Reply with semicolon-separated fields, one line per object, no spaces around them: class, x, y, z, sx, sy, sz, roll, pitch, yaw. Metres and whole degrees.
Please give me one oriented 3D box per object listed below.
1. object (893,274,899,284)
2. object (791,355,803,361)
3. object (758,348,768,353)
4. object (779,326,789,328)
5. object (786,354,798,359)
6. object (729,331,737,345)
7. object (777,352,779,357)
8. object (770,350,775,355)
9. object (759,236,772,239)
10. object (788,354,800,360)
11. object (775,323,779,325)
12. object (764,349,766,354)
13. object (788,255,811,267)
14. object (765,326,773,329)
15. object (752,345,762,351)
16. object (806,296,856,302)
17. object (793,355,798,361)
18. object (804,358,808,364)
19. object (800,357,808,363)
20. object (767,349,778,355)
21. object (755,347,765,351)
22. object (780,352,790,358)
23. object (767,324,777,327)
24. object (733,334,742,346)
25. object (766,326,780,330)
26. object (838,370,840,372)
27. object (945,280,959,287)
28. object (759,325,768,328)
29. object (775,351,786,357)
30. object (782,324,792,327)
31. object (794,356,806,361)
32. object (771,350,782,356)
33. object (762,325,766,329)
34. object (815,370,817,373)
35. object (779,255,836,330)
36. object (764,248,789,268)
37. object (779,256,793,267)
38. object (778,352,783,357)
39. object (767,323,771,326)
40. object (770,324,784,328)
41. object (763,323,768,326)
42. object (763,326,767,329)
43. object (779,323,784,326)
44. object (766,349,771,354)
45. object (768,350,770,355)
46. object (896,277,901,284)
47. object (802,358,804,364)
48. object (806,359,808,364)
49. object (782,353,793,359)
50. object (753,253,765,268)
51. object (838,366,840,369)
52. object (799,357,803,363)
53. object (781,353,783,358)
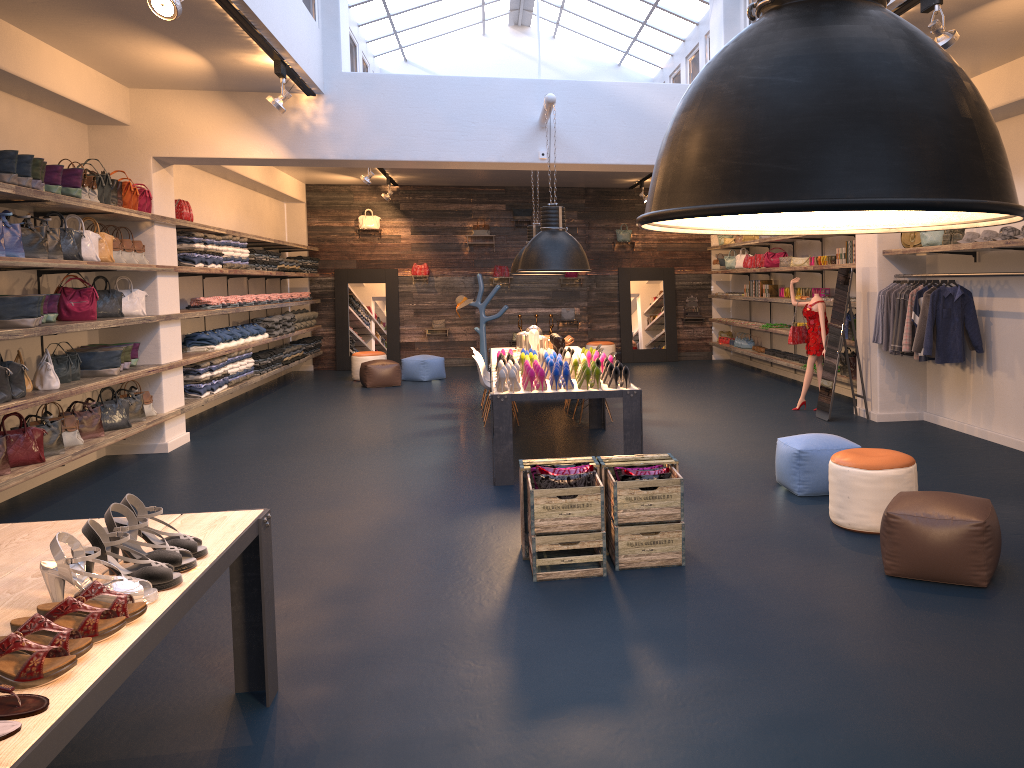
object;4.346;-1.130;9.816;0.444;0.219;0.010;-2;3;-11
object;4.407;-0.404;13.437;0.175;0.087;0.070;2;5;24
object;4.347;-0.582;14.974;0.222;0.082;0.225;-2;6;-16
object;4.363;-0.911;14.007;0.244;0.058;0.080;-2;6;-14
object;4.402;-0.428;13.641;0.178;0.087;0.069;1;5;17
object;4.304;-0.891;16.810;0.189;0.278;0.062;1;4;23
object;4.388;-0.481;14.103;0.191;0.087;0.064;-2;4;-9
object;4.378;-0.521;14.447;0.191;0.087;0.064;-2;4;-9
object;4.217;-2.511;14.360;0.255;0.229;0.085;3;5;36
object;4.403;-0.420;13.574;0.176;0.087;0.070;2;5;21
object;4.420;-0.981;14.357;0.221;0.053;0.091;2;6;24
object;4.370;-0.553;14.717;0.191;0.087;0.064;-2;4;-9
object;4.293;-1.842;13.003;0.336;0.174;0.250;4;7;36
object;4.203;-0.917;14.067;0.244;0.058;0.080;-2;6;-14
object;4.390;-0.643;15.495;0.209;0.082;0.240;0;6;6
object;4.420;-1.151;11.732;0.491;0.060;1.498;-1;7;-2
object;4.409;-0.396;13.371;0.173;0.087;0.071;3;6;29
object;4.422;-0.340;12.888;0.179;0.087;0.069;1;5;15
object;4.418;-0.356;13.026;0.183;0.087;0.067;0;4;6
object;4.375;-0.537;14.582;0.191;0.087;0.064;-2;4;-9
object;4.381;-0.613;15.235;0.222;0.082;0.225;-2;6;-16
object;4.392;-0.465;13.965;0.191;0.087;0.064;-2;4;-9
object;4.254;-0.953;14.122;0.238;0.064;0.085;-1;5;-3
object;4.312;-0.859;16.538;0.189;0.278;0.062;1;4;23
object;4.191;-0.906;13.975;0.244;0.058;0.080;-2;6;-14
object;4.441;-0.165;11.728;0.244;0.058;0.080;-2;6;-14
object;4.395;-0.999;8.679;0.444;0.219;0.010;-2;3;-11
object;4.187;-0.948;14.336;0.244;0.058;0.080;-2;6;-14
object;4.386;-0.489;14.169;0.191;0.087;0.064;-2;4;-9
object;4.455;-0.947;14.065;0.255;0.067;0.078;-4;6;-30
object;4.411;-0.389;13.304;0.172;0.087;0.071;3;6;34
object;4.380;-0.513;14.379;0.191;0.087;0.064;-2;4;-9
object;4.198;-0.938;14.245;0.244;0.058;0.080;-2;6;-14
object;4.276;-0.192;11.966;0.244;0.058;0.080;-2;6;-14
object;4.427;-1.322;13.017;0.463;1.131;2.650;-1;6;-1
object;4.269;-2.045;14.061;0.361;0.336;0.288;-2;5;-18
object;4.282;-1.904;13.531;0.113;0.175;0.247;-5;7;-43
object;4.390;-0.473;14.035;0.191;0.087;0.064;-2;4;-9
object;4.278;-0.962;14.211;0.238;0.068;0.083;-1;5;-3
object;4.283;-0.942;14.032;0.238;0.067;0.084;-1;5;-3
object;4.248;-0.972;14.300;0.240;0.063;0.082;-1;5;-5
object;4.186;-0.927;14.153;0.244;0.058;0.080;-2;6;-14
object;4.425;-0.957;14.154;0.254;0.073;0.079;-4;6;-31
object;4.373;-0.545;14.651;0.191;0.087;0.064;-2;4;-9
object;4.376;-0.529;14.513;0.191;0.087;0.064;-2;4;-9
object;4.347;-1.122;9.750;0.444;0.219;0.010;-2;3;-11
object;4.420;-0.348;12.957;0.179;0.087;0.069;1;5;15
object;4.424;-0.332;12.822;0.178;0.087;0.069;1;5;16
object;4.396;-0.450;13.831;0.191;0.087;0.064;-2;4;-9
object;4.172;-2.078;14.598;0.146;0.249;0.295;-3;6;-32
object;4.503;-0.213;11.875;0.254;0.073;0.079;-4;6;-31
object;4.416;-0.364;13.092;0.182;0.087;0.067;0;4;8
object;4.393;-0.458;13.899;0.191;0.087;0.064;-2;4;-9
